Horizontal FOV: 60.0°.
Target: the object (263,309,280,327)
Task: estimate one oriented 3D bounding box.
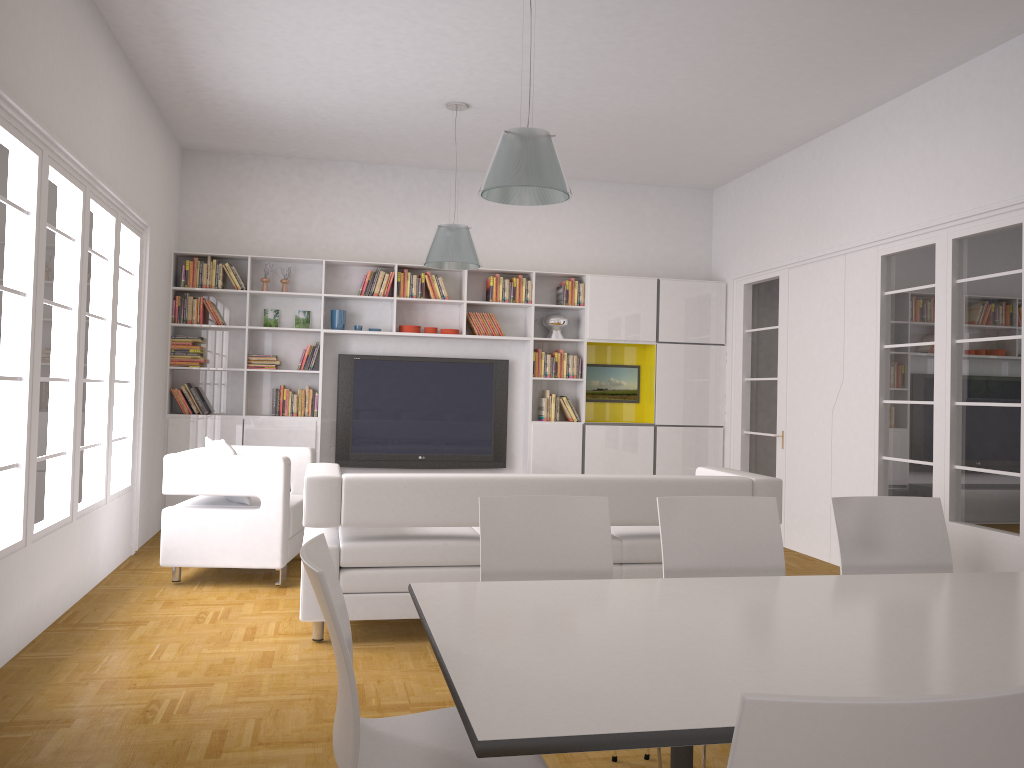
[{"bbox_3d":[-2.274,-0.615,8.373,0.144,0.190,0.051,2,-2,-12],"label":"object"}]

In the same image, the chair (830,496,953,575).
[{"bbox_3d":[1.484,0.904,3.185,0.561,0.932,0.575,2,-1,-12],"label":"chair"}]

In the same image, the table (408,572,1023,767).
[{"bbox_3d":[0.985,0.983,2.282,2.410,0.723,1.210,2,-1,-12],"label":"table"}]

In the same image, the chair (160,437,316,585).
[{"bbox_3d":[-1.862,0.826,6.206,0.801,0.912,1.096,2,-1,-2],"label":"chair"}]

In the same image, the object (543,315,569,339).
[{"bbox_3d":[0.434,-0.559,8.827,0.256,0.239,0.257,2,-1,-4],"label":"object"}]

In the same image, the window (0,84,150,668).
[{"bbox_3d":[-2.549,0.012,5.103,0.195,2.529,3.349,2,-1,-12],"label":"window"}]

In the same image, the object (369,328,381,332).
[{"bbox_3d":[-1.307,-0.509,8.452,0.124,0.032,0.123,2,-1,-26],"label":"object"}]

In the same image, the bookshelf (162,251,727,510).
[{"bbox_3d":[-0.496,0.122,8.647,5.364,2.481,0.389,2,-2,-12],"label":"bookshelf"}]

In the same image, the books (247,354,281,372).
[{"bbox_3d":[-2.306,-0.191,8.253,0.284,0.153,0.207,2,-1,-12],"label":"books"}]

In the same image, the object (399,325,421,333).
[{"bbox_3d":[-0.983,-0.521,8.532,0.210,0.073,0.211,2,-1,-37],"label":"object"}]

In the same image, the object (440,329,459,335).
[{"bbox_3d":[-0.603,-0.501,8.592,0.182,0.054,0.183,2,-1,-15],"label":"object"}]

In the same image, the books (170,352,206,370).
[{"bbox_3d":[-2.960,-0.210,8.115,0.284,0.153,0.207,2,-1,-12],"label":"books"}]

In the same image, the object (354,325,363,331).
[{"bbox_3d":[-1.459,-0.525,8.420,0.078,0.056,0.078,1,-1,13],"label":"object"}]

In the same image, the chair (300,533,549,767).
[{"bbox_3d":[-0.211,0.849,2.051,0.575,0.932,0.561,2,-1,-12],"label":"chair"}]

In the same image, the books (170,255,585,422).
[{"bbox_3d":[-1.203,-0.399,8.476,3.861,1.456,0.235,2,-2,-12],"label":"books"}]

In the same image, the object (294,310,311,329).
[{"bbox_3d":[-1.992,-0.607,8.432,0.144,0.190,0.051,2,-2,-12],"label":"object"}]

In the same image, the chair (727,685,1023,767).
[{"bbox_3d":[0.460,0.860,1.380,0.561,0.932,0.575,2,-1,-12],"label":"chair"}]

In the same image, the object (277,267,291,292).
[{"bbox_3d":[-2.171,-0.975,8.335,0.179,0.260,0.119,1,-2,9],"label":"object"}]

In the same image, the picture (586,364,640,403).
[{"bbox_3d":[1.020,-0.004,9.074,0.609,0.388,0.007,2,-2,-12],"label":"picture"}]

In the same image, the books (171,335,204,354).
[{"bbox_3d":[-2.972,-0.359,8.117,0.252,0.153,0.207,2,-1,-12],"label":"books"}]

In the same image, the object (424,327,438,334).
[{"bbox_3d":[-0.784,-0.509,8.574,0.128,0.073,0.129,2,-1,-15],"label":"object"}]

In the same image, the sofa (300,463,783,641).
[{"bbox_3d":[0.149,0.913,5.089,2.622,0.849,0.822,2,-1,-12],"label":"sofa"}]

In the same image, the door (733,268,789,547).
[{"bbox_3d":[2.331,0.206,8.302,0.139,2.456,1.008,2,-2,-12],"label":"door"}]

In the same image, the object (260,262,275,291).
[{"bbox_3d":[-2.285,-0.988,8.294,0.120,0.279,0.179,2,-1,-6],"label":"object"}]

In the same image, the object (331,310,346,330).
[{"bbox_3d":[-1.643,-0.599,8.383,0.147,0.192,0.147,2,-1,-23],"label":"object"}]

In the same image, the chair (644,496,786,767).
[{"bbox_3d":[0.798,0.884,3.042,0.561,0.932,0.575,2,-1,-12],"label":"chair"}]

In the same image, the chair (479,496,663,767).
[{"bbox_3d":[0.152,0.866,2.906,0.561,0.932,0.575,2,-1,-12],"label":"chair"}]

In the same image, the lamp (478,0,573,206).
[{"bbox_3d":[0.081,-1.541,4.348,0.464,1.250,0.464,2,-2,-12],"label":"lamp"}]

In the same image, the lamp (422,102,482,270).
[{"bbox_3d":[-0.443,-1.532,6.836,0.464,1.250,0.464,2,-2,-12],"label":"lamp"}]

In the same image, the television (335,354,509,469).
[{"bbox_3d":[-0.863,0.281,8.632,1.660,1.088,0.082,2,-2,-12],"label":"television"}]
